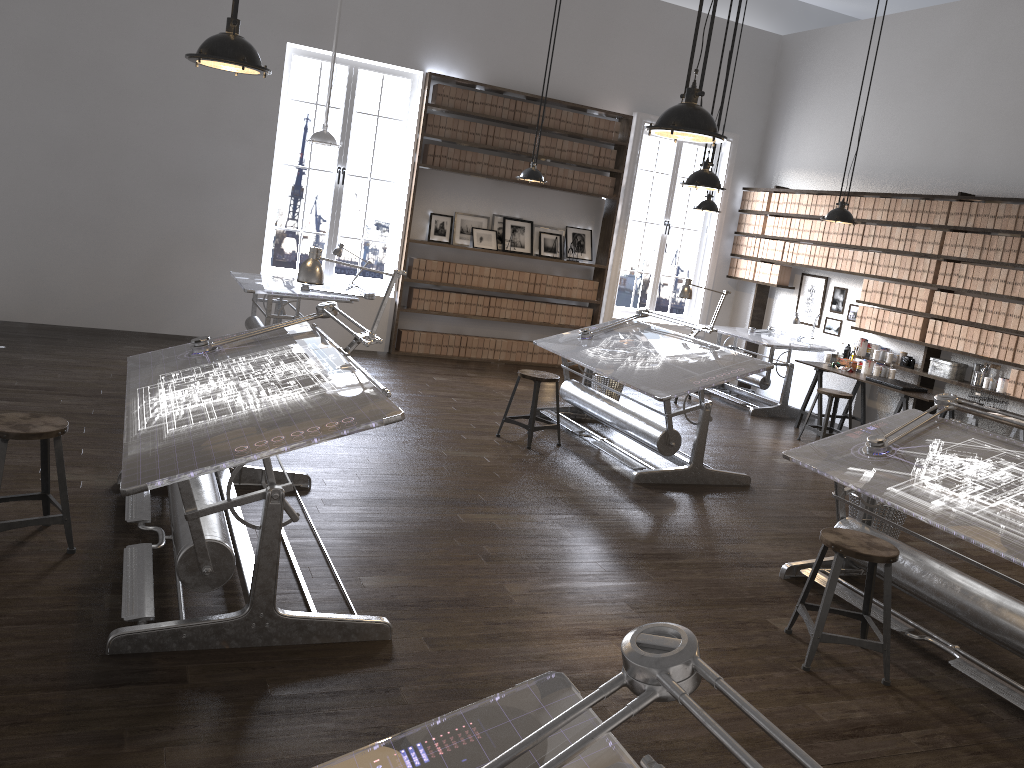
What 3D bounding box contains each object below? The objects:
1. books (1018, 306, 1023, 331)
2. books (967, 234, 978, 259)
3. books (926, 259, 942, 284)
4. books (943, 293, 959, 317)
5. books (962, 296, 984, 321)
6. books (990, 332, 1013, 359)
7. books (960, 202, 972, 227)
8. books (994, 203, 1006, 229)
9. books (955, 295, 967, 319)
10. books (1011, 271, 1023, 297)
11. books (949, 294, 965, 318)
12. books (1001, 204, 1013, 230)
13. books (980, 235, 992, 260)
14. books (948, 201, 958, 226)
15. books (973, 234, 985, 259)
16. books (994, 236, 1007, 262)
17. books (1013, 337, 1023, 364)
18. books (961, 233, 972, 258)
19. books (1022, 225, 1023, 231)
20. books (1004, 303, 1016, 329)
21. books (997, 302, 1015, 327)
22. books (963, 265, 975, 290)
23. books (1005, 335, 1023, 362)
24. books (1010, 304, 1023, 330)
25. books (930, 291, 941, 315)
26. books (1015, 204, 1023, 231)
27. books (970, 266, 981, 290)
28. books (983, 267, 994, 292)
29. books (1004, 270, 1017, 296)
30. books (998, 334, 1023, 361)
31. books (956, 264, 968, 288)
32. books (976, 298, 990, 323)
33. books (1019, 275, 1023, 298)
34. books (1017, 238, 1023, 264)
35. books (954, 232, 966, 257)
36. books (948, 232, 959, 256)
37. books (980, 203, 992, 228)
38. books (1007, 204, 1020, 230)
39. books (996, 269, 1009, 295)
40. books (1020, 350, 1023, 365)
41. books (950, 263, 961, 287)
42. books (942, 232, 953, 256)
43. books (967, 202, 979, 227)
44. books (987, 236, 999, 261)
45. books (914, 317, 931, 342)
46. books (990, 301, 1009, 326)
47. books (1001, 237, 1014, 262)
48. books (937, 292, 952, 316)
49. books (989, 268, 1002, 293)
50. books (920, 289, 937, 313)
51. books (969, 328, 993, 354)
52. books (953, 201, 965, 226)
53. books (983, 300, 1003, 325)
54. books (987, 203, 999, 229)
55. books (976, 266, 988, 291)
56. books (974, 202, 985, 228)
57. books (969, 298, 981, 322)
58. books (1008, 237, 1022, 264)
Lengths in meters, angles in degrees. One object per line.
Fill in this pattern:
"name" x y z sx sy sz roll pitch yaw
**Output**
"books" 4.336 -0.535 7.396 0.174 0.224 0.067 5 9 -24
"books" 4.173 -1.219 7.913 0.174 0.224 0.067 5 9 -24
"books" 3.990 -1.043 8.291 0.174 0.224 0.067 5 9 -24
"books" 4.043 -0.707 8.084 0.174 0.224 0.067 5 9 -24
"books" 4.122 -0.661 7.901 0.174 0.224 0.067 5 9 -24
"books" 4.220 -0.324 7.612 0.174 0.224 0.067 5 9 -24
"books" 4.156 -1.521 8.004 0.174 0.224 0.067 5 9 -24
"books" 4.294 -1.441 7.684 0.174 0.224 0.067 5 9 -24
"books" 4.099 -0.677 7.970 0.174 0.224 0.067 5 9 -24
"books" 4.331 -0.835 7.484 0.174 0.224 0.067 5 9 -24
"books" 4.072 -0.693 8.029 0.174 0.224 0.067 5 9 -24
"books" 4.320 -1.427 7.628 0.174 0.224 0.067 5 9 -24
"books" 4.226 -1.189 7.792 0.174 0.224 0.067 5 9 -24
"books" 4.108 -1.552 8.129 0.174 0.224 0.067 5 9 -24
"books" 4.195 -1.204 7.851 0.174 0.224 0.067 5 9 -24
"books" 4.276 -1.157 7.662 0.174 0.224 0.067 5 9 -24
"books" 4.309 -0.274 7.414 0.174 0.224 0.067 5 9 -24
"books" 4.148 -1.233 7.969 0.174 0.224 0.067 5 9 -24
"books" 4.400 -1.380 7.442 0.174 0.224 0.067 5 9 -24
"books" 4.287 -0.566 7.520 0.174 0.224 0.067 5 9 -24
"books" 4.257 -0.581 7.579 0.174 0.224 0.067 5 9 -24
"books" 4.146 -0.944 7.920 0.174 0.224 0.067 5 9 -24
"books" 4.275 -0.291 7.479 0.174 0.224 0.067 5 9 -24
"books" 4.310 -0.551 7.462 0.174 0.224 0.067 5 9 -24
"books" 3.991 -0.739 8.217 0.174 0.224 0.067 5 9 -24
"books" 4.372 -1.396 7.507 0.174 0.224 0.067 5 9 -24
"books" 4.173 -0.928 7.855 0.174 0.224 0.067 5 9 -24
"books" 4.223 -0.898 7.733 0.174 0.224 0.067 5 9 -24
"books" 4.302 -0.851 7.547 0.174 0.224 0.067 5 9 -24
"books" 4.252 -0.307 7.549 0.174 0.224 0.067 5 9 -24
"books" 4.115 -0.960 7.982 0.174 0.224 0.067 5 9 -24
"books" 4.179 -0.628 7.769 0.174 0.224 0.067 5 9 -24
"books" 4.354 -0.820 7.420 0.174 0.224 0.067 5 9 -24
"books" 4.365 -1.107 7.464 0.174 0.224 0.067 5 9 -24
"books" 4.118 -1.250 8.034 0.174 0.224 0.067 5 9 -24
"books" 4.095 -1.265 8.100 0.174 0.224 0.067 5 9 -24
"books" 4.242 -1.473 7.814 0.174 0.224 0.067 5 9 -24
"books" 4.341 -1.412 7.565 0.174 0.224 0.067 5 9 -24
"books" 4.272 -0.867 7.609 0.174 0.224 0.067 5 9 -24
"books" 4.332 -0.259 7.354 0.174 0.224 0.067 5 9 -24
"books" 4.092 -0.976 8.048 0.174 0.224 0.067 5 9 -24
"books" 4.070 -1.281 8.164 0.174 0.224 0.067 5 9 -24
"books" 4.186 -1.505 7.940 0.174 0.224 0.067 5 9 -24
"books" 4.253 -1.173 7.728 0.174 0.224 0.067 5 9 -24
"books" 3.903 -0.511 8.361 0.174 0.224 0.067 5 9 -24
"books" 4.237 -0.596 7.642 0.174 0.224 0.067 5 9 -24
"books" 4.308 -1.140 7.599 0.174 0.224 0.067 5 9 -24
"books" 4.016 -0.723 8.150 0.174 0.224 0.067 5 9 -24
"books" 4.246 -0.883 7.676 0.174 0.224 0.067 5 9 -24
"books" 3.944 -0.773 8.321 0.174 0.224 0.067 5 9 -24
"books" 4.139 -0.371 7.801 0.174 0.224 0.067 5 9 -24
"books" 4.128 -1.538 8.070 0.174 0.224 0.067 5 9 -24
"books" 4.210 -0.612 7.706 0.174 0.224 0.067 5 9 -24
"books" 4.265 -1.457 7.749 0.174 0.224 0.067 5 9 -24
"books" 4.193 -0.913 7.792 0.174 0.224 0.067 5 9 -24
"books" 4.217 -1.489 7.878 0.174 0.224 0.067 5 9 -24
"books" 4.156 -0.644 7.835 0.174 0.224 0.067 5 9 -24
"books" 4.332 -1.124 7.529 0.174 0.224 0.067 5 9 -24
